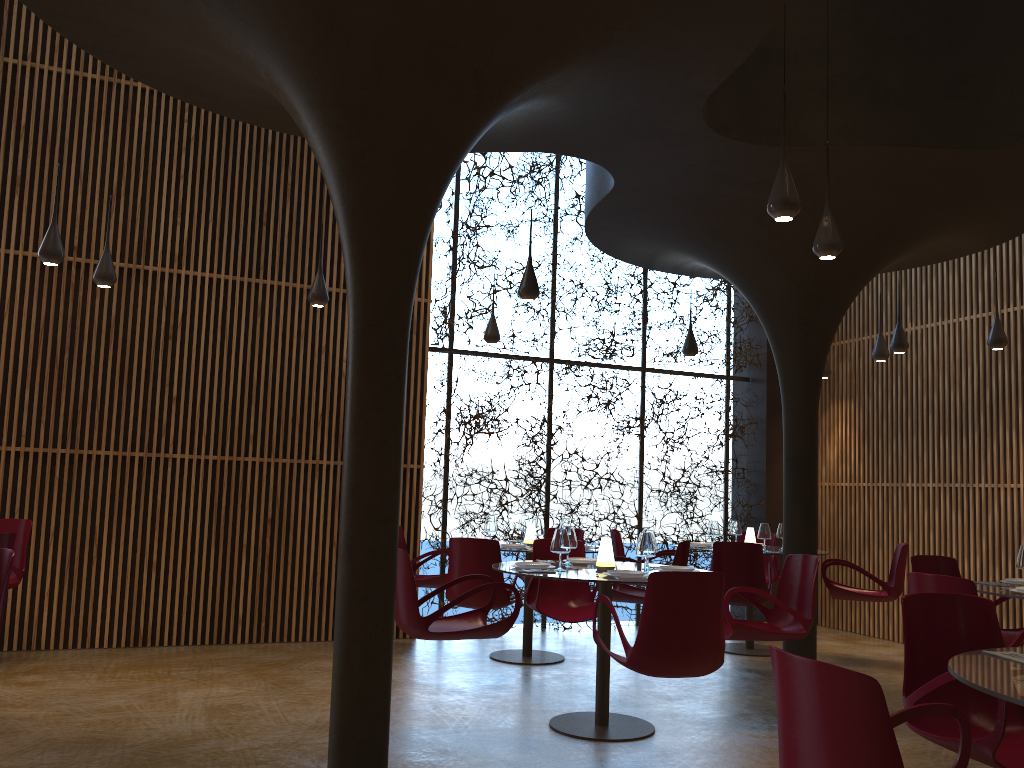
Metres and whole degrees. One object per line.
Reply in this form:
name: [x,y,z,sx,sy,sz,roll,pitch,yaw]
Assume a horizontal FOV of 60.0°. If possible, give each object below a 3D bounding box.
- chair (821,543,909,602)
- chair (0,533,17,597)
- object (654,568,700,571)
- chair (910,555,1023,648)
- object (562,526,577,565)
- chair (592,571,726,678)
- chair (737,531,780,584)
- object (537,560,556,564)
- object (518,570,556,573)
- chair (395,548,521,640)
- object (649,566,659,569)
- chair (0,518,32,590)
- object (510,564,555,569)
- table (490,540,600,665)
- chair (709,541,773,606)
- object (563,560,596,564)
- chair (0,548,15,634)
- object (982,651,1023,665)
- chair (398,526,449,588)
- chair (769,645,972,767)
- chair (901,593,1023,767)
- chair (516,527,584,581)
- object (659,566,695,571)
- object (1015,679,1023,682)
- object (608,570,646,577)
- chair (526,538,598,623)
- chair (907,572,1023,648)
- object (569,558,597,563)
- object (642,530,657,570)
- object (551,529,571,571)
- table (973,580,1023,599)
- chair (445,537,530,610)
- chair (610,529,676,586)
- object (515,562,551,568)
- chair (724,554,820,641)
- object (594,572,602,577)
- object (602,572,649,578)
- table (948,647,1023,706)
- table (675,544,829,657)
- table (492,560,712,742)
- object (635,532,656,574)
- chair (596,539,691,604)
chair: [3.792,2.013,9.535,0.872,0.634,0.626,0,-6,18]
chair: [-3.954,1.343,6.197,0.872,0.634,0.626,0,-6,18]
object: [1.218,1.376,6.541,0.332,0.014,0.332,8,-9,-40]
chair: [3.538,1.683,6.881,0.625,0.634,0.874,4,-7,-17]
object: [0.435,1.251,6.870,0.142,0.294,0.142,0,-6,16]
chair: [0.902,1.401,5.299,0.625,0.634,0.875,3,-7,-12]
chair: [2.979,2.156,10.955,0.625,0.634,0.875,-1,-7,23]
object: [0.267,1.410,7.031,0.126,0.017,0.262,3,-7,-6]
object: [0.170,1.298,6.131,0.262,0.017,0.127,3,-7,-7]
chair: [-0.443,1.469,6.237,0.873,0.634,0.626,4,-6,-17]
object: [1.176,1.418,6.838,0.262,0.017,0.127,3,-7,-11]
chair: [-4.670,1.503,7.722,0.625,0.634,0.875,0,-7,18]
object: [0.150,1.326,6.432,0.332,0.014,0.332,6,-8,-29]
table: [0.172,2.221,9.053,1.672,1.127,1.677,0,-7,20]
chair: [2.264,1.875,8.827,0.625,0.634,0.875,0,-7,18]
object: [0.569,1.414,7.043,0.332,0.014,0.333,1,-7,4]
chair: [-3.026,1.168,4.485,0.625,0.634,0.875,-2,-7,30]
object: [1.863,1.008,3.255,0.126,0.017,0.262,3,-7,-6]
chair: [-0.928,1.836,9.413,0.872,0.634,0.627,1,-6,13]
chair: [1.153,1.067,2.462,0.873,0.634,0.626,4,-6,-17]
chair: [2.048,1.251,3.727,0.625,0.634,0.875,3,-6,-7]
chair: [0.483,1.963,10.061,0.625,0.634,0.875,-1,-7,23]
object: [1.219,1.366,6.542,0.263,0.029,0.263,5,-7,-21]
object: [1.745,0.926,2.661,0.204,0.012,0.412,3,-7,-11]
object: [0.780,1.289,6.022,0.263,0.029,0.264,2,-7,2]
chair: [0.452,1.652,7.502,0.625,0.634,0.875,3,-6,-7]
chair: [2.878,1.491,5.480,0.873,0.634,0.626,5,-7,-27]
object: [0.570,1.405,7.043,0.263,0.029,0.263,5,-7,-21]
object: [1.023,1.248,6.673,0.142,0.294,0.142,6,-7,-35]
object: [0.345,1.181,6.311,0.142,0.294,0.142,5,-7,-30]
table: [3.925,1.970,5.908,1.672,1.127,1.676,3,-7,-13]
chair: [-0.232,1.681,7.933,0.625,0.634,0.875,0,-7,18]
chair: [1.568,2.030,10.307,0.872,0.634,0.627,1,-6,13]
object: [0.150,1.317,6.433,0.263,0.029,0.264,4,-7,-13]
chair: [1.868,1.601,6.675,0.873,0.634,0.626,3,-6,-12]
object: [0.775,1.299,6.020,0.411,0.012,0.205,3,-7,-6]
object: [0.780,1.298,6.021,0.332,0.014,0.333,1,-7,8]
table: [2.265,1.525,2.698,1.672,1.127,1.677,2,-6,-3]
table: [2.668,2.415,9.947,1.672,1.127,1.677,0,-7,20]
table: [0.669,1.927,6.474,1.672,1.127,1.677,2,-6,-3]
object: [0.935,1.189,6.210,0.142,0.294,0.142,-3,-8,42]
chair: [1.297,1.819,8.641,0.872,0.634,0.626,0,-6,18]
